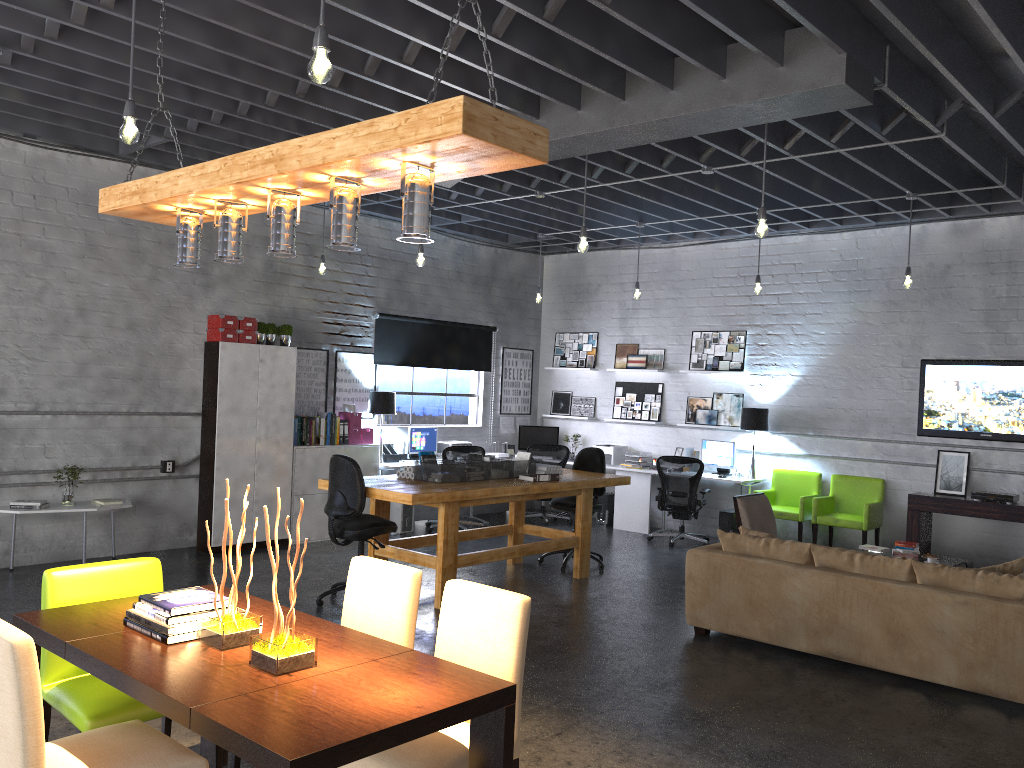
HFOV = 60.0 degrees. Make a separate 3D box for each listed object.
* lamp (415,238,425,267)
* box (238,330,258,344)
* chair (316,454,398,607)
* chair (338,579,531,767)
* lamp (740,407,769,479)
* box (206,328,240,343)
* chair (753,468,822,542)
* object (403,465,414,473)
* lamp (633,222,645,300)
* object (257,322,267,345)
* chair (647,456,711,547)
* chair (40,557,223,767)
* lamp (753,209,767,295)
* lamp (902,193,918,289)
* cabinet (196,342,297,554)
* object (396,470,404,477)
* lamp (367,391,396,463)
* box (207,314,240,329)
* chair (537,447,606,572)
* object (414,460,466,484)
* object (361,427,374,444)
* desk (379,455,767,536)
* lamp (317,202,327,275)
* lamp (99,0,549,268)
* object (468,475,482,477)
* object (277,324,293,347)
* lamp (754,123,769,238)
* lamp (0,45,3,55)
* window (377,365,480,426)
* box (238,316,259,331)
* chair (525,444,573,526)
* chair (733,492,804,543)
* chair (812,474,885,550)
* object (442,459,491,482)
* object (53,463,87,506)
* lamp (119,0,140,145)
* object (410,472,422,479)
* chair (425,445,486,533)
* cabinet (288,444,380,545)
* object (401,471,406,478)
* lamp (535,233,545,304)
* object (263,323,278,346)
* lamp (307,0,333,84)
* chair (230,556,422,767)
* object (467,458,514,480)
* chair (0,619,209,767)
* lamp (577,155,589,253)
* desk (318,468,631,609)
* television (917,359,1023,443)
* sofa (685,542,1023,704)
[{"bbox_3d":[-0.823,-1.515,8.133,0.104,0.878,0.104,3,1,41],"label":"lamp"},{"bbox_3d":[-2.689,-0.466,8.821,0.270,0.131,0.206,2,0,41],"label":"box"},{"bbox_3d":[-1.177,1.123,6.928,0.658,1.165,0.687,3,1,39],"label":"chair"},{"bbox_3d":[-0.293,1.245,3.187,0.491,0.959,0.615,3,1,41],"label":"chair"},{"bbox_3d":[2.833,0.695,10.385,0.333,0.832,0.333,3,1,3],"label":"lamp"},{"bbox_3d":[-2.827,-0.473,8.664,0.270,0.131,0.206,2,0,41],"label":"box"},{"bbox_3d":[3.123,1.448,10.071,0.611,0.920,0.516,3,1,41],"label":"chair"},{"bbox_3d":[-0.684,0.726,7.686,0.057,0.057,0.635,3,0,41],"label":"object"},{"bbox_3d":[1.450,-1.405,10.166,0.104,0.878,0.104,3,1,41],"label":"lamp"},{"bbox_3d":[-2.555,-0.514,8.955,0.171,0.240,0.169,2,0,-20],"label":"object"},{"bbox_3d":[1.971,1.344,10.379,0.732,1.031,0.753,3,0,10],"label":"chair"},{"bbox_3d":[-1.563,1.229,3.663,0.608,0.909,0.636,3,1,41],"label":"chair"},{"bbox_3d":[2.564,-1.361,9.189,0.104,0.878,0.104,3,1,41],"label":"lamp"},{"bbox_3d":[3.682,-1.317,8.209,0.104,0.878,0.104,2,1,-5],"label":"lamp"},{"bbox_3d":[-2.657,0.626,8.921,0.291,2.047,0.873,3,1,41],"label":"cabinet"},{"bbox_3d":[-0.751,0.772,7.743,0.057,0.058,0.635,3,0,41],"label":"object"},{"bbox_3d":[-1.530,0.505,10.372,0.333,0.832,0.333,3,1,3],"label":"lamp"},{"bbox_3d":[-2.821,-0.602,8.662,0.270,0.131,0.206,2,0,41],"label":"box"},{"bbox_3d":[0.655,1.212,8.733,0.658,1.165,0.687,3,1,39],"label":"chair"},{"bbox_3d":[-0.600,0.728,7.366,0.316,0.156,0.306,2,0,41],"label":"object"},{"bbox_3d":[-1.709,0.587,10.108,0.214,0.177,0.161,3,0,41],"label":"object"},{"bbox_3d":[0.582,1.407,10.450,3.573,0.785,3.299,2,0,41],"label":"desk"},{"bbox_3d":[-1.937,-1.558,9.109,0.104,0.878,0.104,3,1,41],"label":"lamp"},{"bbox_3d":[-0.779,-1.372,3.127,2.129,1.841,0.367,3,1,41],"label":"lamp"},{"bbox_3d":[-0.404,0.771,7.600,0.234,0.022,0.185,2,0,34],"label":"object"},{"bbox_3d":[-2.345,-0.503,9.166,0.169,0.240,0.171,3,0,40],"label":"object"},{"bbox_3d":[1.688,-1.416,5.931,0.104,0.878,0.104,2,1,-5],"label":"lamp"},{"bbox_3d":[-3.193,-1.632,5.427,0.104,0.878,0.104,2,1,-31],"label":"lamp"},{"bbox_3d":[-1.049,-0.074,11.339,0.030,1.220,1.822,3,0,41],"label":"window"},{"bbox_3d":[-2.684,-0.596,8.820,0.268,0.133,0.206,2,0,41],"label":"box"},{"bbox_3d":[0.392,1.281,11.559,0.732,1.031,0.752,2,0,-25],"label":"chair"},{"bbox_3d":[2.419,1.446,7.924,0.724,0.842,0.575,3,0,41],"label":"chair"},{"bbox_3d":[3.645,1.469,9.614,0.611,0.920,0.516,3,1,41],"label":"chair"},{"bbox_3d":[-0.397,0.738,7.598,0.316,0.156,0.306,2,0,41],"label":"object"},{"bbox_3d":[-3.849,0.879,7.718,0.271,0.363,0.297,2,0,-14],"label":"object"},{"bbox_3d":[-1.800,-1.577,4.205,0.104,0.878,0.104,2,1,-31],"label":"lamp"},{"bbox_3d":[-0.622,0.777,7.631,0.058,0.057,0.635,3,0,41],"label":"object"},{"bbox_3d":[-0.699,1.228,10.578,0.752,1.031,0.732,3,1,45],"label":"chair"},{"bbox_3d":[-2.070,1.170,9.771,0.465,1.021,1.152,3,0,41],"label":"cabinet"},{"bbox_3d":[-0.708,0.774,7.705,0.058,0.057,0.635,3,0,41],"label":"object"},{"bbox_3d":[0.350,-1.448,11.131,0.104,0.878,0.104,3,1,41],"label":"lamp"},{"bbox_3d":[-2.478,-0.510,9.085,0.169,0.240,0.171,2,0,-10],"label":"object"},{"bbox_3d":[-0.682,-1.533,3.225,0.104,0.878,0.104,2,1,-28],"label":"lamp"},{"bbox_3d":[-0.735,1.228,3.574,0.491,0.959,0.615,3,1,41],"label":"chair"},{"bbox_3d":[-0.194,0.748,7.829,0.316,0.156,0.306,2,0,41],"label":"object"},{"bbox_3d":[-1.374,1.196,2.845,0.491,0.959,0.615,3,1,41],"label":"chair"},{"bbox_3d":[0.570,-1.460,6.911,0.104,0.878,0.104,3,1,41],"label":"lamp"},{"bbox_3d":[-0.227,1.288,7.826,1.114,0.926,2.833,3,0,41],"label":"desk"},{"bbox_3d":[4.797,0.164,8.935,1.323,0.816,0.021,2,1,41],"label":"television"},{"bbox_3d":[2.466,1.546,6.044,2.329,0.628,1.105,2,0,41],"label":"sofa"}]
